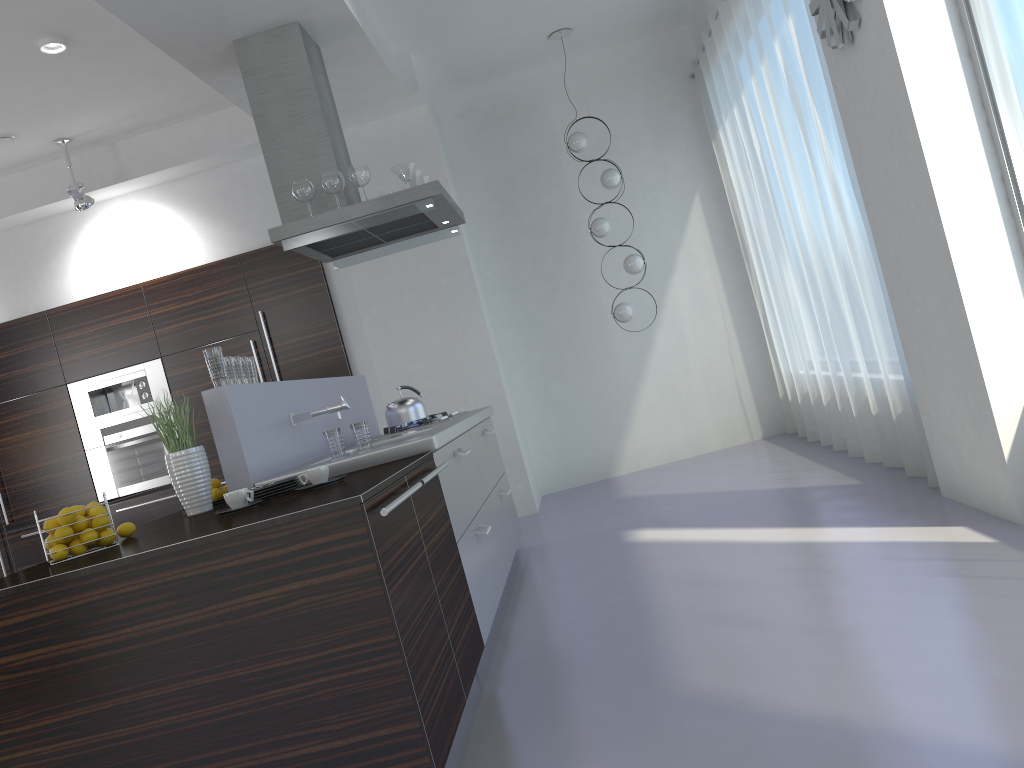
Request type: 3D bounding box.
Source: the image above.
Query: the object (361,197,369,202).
[{"bbox_3d":[-0.891,-1.008,5.350,0.125,0.221,0.125,-15,0,29],"label":"object"}]

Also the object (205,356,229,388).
[{"bbox_3d":[-1.151,-0.043,3.476,0.071,0.119,0.072,-15,1,45],"label":"object"}]

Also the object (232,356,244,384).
[{"bbox_3d":[-1.139,-0.048,3.637,0.071,0.119,0.072,-15,1,45],"label":"object"}]

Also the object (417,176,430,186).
[{"bbox_3d":[-0.511,-1.084,5.072,0.137,0.174,0.137,-15,0,-30],"label":"object"}]

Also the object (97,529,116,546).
[{"bbox_3d":[-1.289,0.489,2.821,0.053,0.053,0.061,-15,0,-41],"label":"object"}]

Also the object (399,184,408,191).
[{"bbox_3d":[-0.597,-1.087,5.327,0.125,0.221,0.125,-15,0,29],"label":"object"}]

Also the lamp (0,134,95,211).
[{"bbox_3d":[-3.250,-1.448,6.172,0.171,0.511,0.605,-15,0,37],"label":"lamp"}]

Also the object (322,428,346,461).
[{"bbox_3d":[-0.692,0.237,3.473,0.071,0.119,0.072,-15,0,5],"label":"object"}]

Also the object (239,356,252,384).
[{"bbox_3d":[-1.133,-0.050,3.718,0.071,0.119,0.072,-15,1,45],"label":"object"}]

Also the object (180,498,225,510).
[{"bbox_3d":[-1.257,0.497,3.735,0.232,0.020,0.232,-15,0,13],"label":"object"}]

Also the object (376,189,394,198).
[{"bbox_3d":[-0.739,-1.049,5.339,0.125,0.221,0.125,-15,0,29],"label":"object"}]

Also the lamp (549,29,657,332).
[{"bbox_3d":[0.681,-1.551,6.831,0.367,2.370,0.180,-15,0,-2],"label":"lamp"}]

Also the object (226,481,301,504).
[{"bbox_3d":[-0.874,0.389,3.135,0.232,0.020,0.232,-15,0,13],"label":"object"}]

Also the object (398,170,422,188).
[{"bbox_3d":[-0.540,-1.075,4.898,0.137,0.174,0.137,-15,0,-30],"label":"object"}]

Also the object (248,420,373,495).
[{"bbox_3d":[-0.807,0.283,3.298,0.269,0.147,0.646,-15,0,29],"label":"object"}]

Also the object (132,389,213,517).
[{"bbox_3d":[-1.265,0.252,3.341,0.247,0.502,0.269,-15,1,-42],"label":"object"}]

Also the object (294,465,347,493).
[{"bbox_3d":[-0.648,0.315,2.983,0.153,0.069,0.153,-15,0,38],"label":"object"}]

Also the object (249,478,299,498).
[{"bbox_3d":[-0.877,0.380,3.135,0.232,0.020,0.232,-15,0,8],"label":"object"}]

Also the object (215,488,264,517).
[{"bbox_3d":[-0.887,0.380,2.870,0.153,0.069,0.153,-15,0,-22],"label":"object"}]

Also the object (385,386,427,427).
[{"bbox_3d":[-0.589,0.109,4.806,0.220,0.196,0.229,-15,0,-3],"label":"object"}]

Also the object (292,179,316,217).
[{"bbox_3d":[-1.074,-0.954,4.651,0.125,0.221,0.125,-15,0,29],"label":"object"}]

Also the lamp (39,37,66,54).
[{"bbox_3d":[-2.547,-1.876,4.915,0.132,0.035,0.132,-15,0,-23],"label":"lamp"}]

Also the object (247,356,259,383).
[{"bbox_3d":[-1.127,-0.052,3.798,0.071,0.119,0.072,-15,0,-35],"label":"object"}]

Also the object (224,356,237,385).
[{"bbox_3d":[-1.145,-0.045,3.557,0.071,0.119,0.072,-15,1,45],"label":"object"}]

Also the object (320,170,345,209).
[{"bbox_3d":[-0.922,-0.995,4.639,0.125,0.221,0.125,-15,0,29],"label":"object"}]

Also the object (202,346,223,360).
[{"bbox_3d":[-1.162,-0.081,3.476,0.071,0.119,0.072,-15,1,45],"label":"object"}]

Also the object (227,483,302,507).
[{"bbox_3d":[-0.871,0.399,3.135,0.232,0.020,0.232,-15,0,13],"label":"object"}]

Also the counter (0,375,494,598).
[{"bbox_3d":[-0.809,0.596,3.939,1.302,1.300,3.291,-15,0,5],"label":"counter"}]

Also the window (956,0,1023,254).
[{"bbox_3d":[1.642,-1.192,1.807,0.100,2.500,3.000,-15,0,5],"label":"window"}]

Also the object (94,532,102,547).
[{"bbox_3d":[-1.324,0.499,2.869,0.061,0.053,0.053,-15,1,-43],"label":"object"}]

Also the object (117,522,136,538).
[{"bbox_3d":[-1.337,0.507,3.074,0.063,0.051,0.053,-15,0,-27],"label":"object"}]

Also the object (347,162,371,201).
[{"bbox_3d":[-0.781,-1.033,4.627,0.125,0.221,0.125,-15,0,29],"label":"object"}]

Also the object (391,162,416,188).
[{"bbox_3d":[-0.554,-1.070,4.709,0.137,0.174,0.137,-15,0,-30],"label":"object"}]
